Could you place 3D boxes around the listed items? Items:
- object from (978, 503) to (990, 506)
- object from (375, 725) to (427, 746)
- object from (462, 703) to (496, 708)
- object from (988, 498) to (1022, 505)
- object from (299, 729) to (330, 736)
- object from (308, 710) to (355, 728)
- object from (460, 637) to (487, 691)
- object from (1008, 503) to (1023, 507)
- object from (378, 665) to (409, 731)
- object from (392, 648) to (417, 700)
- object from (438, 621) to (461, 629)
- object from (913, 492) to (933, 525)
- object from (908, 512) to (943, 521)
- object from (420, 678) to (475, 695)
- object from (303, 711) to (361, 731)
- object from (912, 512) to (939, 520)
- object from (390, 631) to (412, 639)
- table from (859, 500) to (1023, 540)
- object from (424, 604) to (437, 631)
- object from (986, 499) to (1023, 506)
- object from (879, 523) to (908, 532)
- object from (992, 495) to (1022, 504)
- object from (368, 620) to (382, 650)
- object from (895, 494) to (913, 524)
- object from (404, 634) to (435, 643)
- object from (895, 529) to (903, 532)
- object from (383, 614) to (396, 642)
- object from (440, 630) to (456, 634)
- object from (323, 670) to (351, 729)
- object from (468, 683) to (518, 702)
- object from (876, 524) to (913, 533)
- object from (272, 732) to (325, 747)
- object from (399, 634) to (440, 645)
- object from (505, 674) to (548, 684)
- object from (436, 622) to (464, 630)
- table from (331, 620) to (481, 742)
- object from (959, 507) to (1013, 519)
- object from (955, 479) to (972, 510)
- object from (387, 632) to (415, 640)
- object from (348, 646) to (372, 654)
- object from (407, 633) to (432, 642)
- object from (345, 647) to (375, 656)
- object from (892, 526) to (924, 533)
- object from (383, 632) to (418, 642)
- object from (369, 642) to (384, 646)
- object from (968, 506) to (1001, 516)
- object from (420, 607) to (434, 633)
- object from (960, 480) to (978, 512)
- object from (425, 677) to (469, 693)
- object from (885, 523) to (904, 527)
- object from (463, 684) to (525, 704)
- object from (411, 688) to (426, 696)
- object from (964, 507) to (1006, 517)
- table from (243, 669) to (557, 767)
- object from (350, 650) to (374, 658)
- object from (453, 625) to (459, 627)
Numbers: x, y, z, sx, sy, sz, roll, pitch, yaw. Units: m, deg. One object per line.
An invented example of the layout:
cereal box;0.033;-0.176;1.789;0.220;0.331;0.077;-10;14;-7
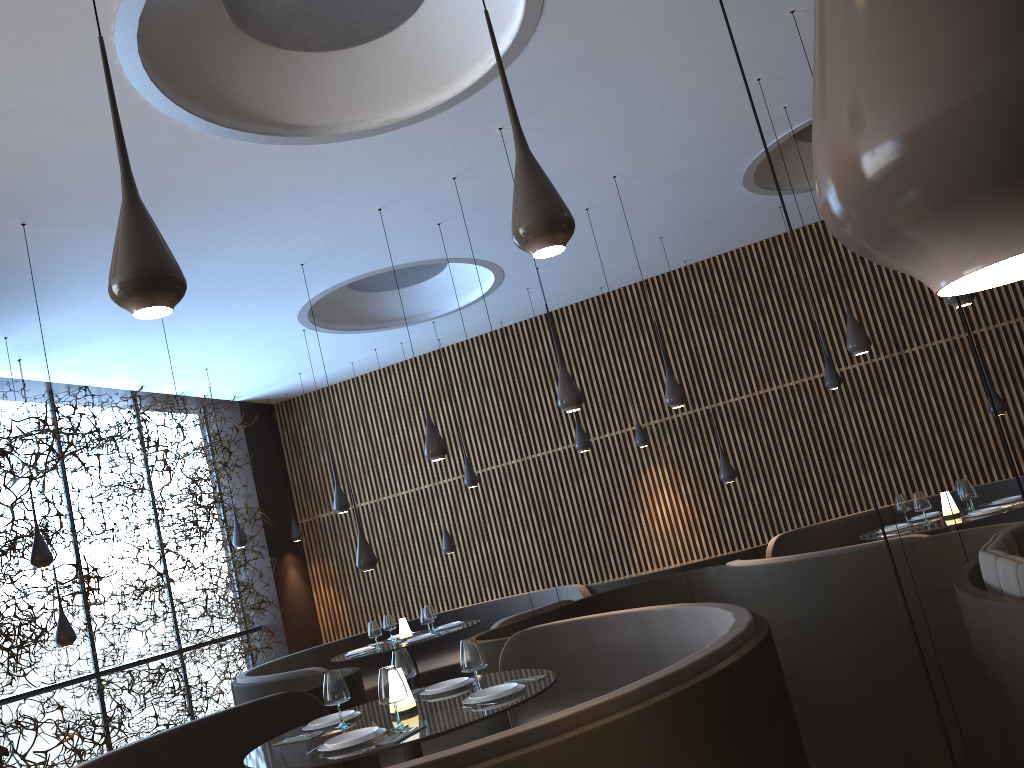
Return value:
object;4.641;1.143;8.535;0.262;0.017;0.127;-14;-10;0
object;-0.510;1.622;4.090;0.127;0.017;0.262;-19;-11;25
object;-0.091;1.592;4.532;0.205;0.012;0.411;-18;-11;20
object;4.608;1.089;8.238;0.332;0.014;0.333;-15;-10;4
object;-1.012;1.906;5.003;0.205;0.012;0.411;-17;-10;15
object;-1.015;1.895;5.000;0.263;0.029;0.264;-11;-10;-15
object;-0.204;1.519;4.769;0.142;0.294;0.142;-12;-9;-10
object;4.398;1.045;7.662;0.126;0.017;0.263;-14;-10;2
object;-0.581;1.536;4.343;0.141;0.294;0.142;-11;-9;-20
object;-0.626;1.694;5.160;0.142;0.294;0.142;-21;-11;39
object;-0.697;2.711;9.956;0.263;0.029;0.264;-15;-10;7
object;3.746;1.134;8.082;0.142;0.294;0.142;-15;-9;6
object;4.074;1.310;8.725;0.331;0.014;0.334;-8;-12;-32
object;-0.376;1.784;5.210;0.333;0.014;0.331;-21;-12;36
object;-1.013;1.904;4.999;0.333;0.014;0.332;-19;-11;26
object;4.072;1.301;8.726;0.262;0.029;0.264;-7;-12;-35
object;-1.280;2.910;10.256;0.263;0.029;0.264;-16;-10;10
table;4.201;1.716;8.137;1.674;1.020;1.677;-15;-10;8
object;-0.925;2.657;10.079;0.141;0.294;0.142;-9;-10;-28
object;4.609;1.090;8.233;0.204;0.012;0.412;-13;-10;-4
object;3.565;1.345;8.272;0.264;0.029;0.263;-19;-11;25
object;4.606;1.080;8.239;0.264;0.029;0.263;-18;-11;23
object;-1.456;2.675;9.443;0.142;0.294;0.142;-16;-9;13
object;3.786;1.211;8.565;0.141;0.294;0.142;-7;-11;-40
object;-0.962;2.660;9.253;0.332;0.014;0.333;-15;-10;5
object;3.566;1.357;8.274;0.204;0.012;0.412;-13;-10;-8
object;-1.386;2.767;10.054;0.142;0.294;0.142;-17;-9;18
object;-0.678;2.613;9.343;0.126;0.017;0.263;-10;-11;-21
object;-0.949;1.712;4.814;0.141;0.294;0.142;-12;-9;-15
object;-0.093;1.582;4.538;0.264;0.029;0.263;-21;-12;34
object;3.567;1.355;8.270;0.332;0.014;0.333;-15;-10;6
object;-1.139;1.894;4.724;0.262;0.017;0.126;-18;-11;20
object;-0.966;2.662;9.251;0.410;0.012;0.205;-9;-11;-25
object;0.058;1.609;4.800;0.262;0.017;0.126;-18;-11;24
object;-0.694;2.720;9.955;0.332;0.014;0.333;-15;-10;4
table;-1.036;3.297;9.672;1.669;1.020;1.681;-10;-10;-20
object;4.101;1.118;7.691;0.410;0.012;0.205;-14;-10;-2
object;4.362;1.064;8.547;0.141;0.294;0.142;-8;-11;-34
object;-1.278;2.919;10.254;0.332;0.014;0.332;-17;-10;16
object;-1.631;2.863;9.514;0.262;0.029;0.264;-7;-12;-35
object;-0.965;2.651;9.255;0.264;0.029;0.263;-18;-11;24
object;-1.629;2.873;9.513;0.332;0.014;0.332;-17;-10;16
object;3.560;1.310;7.970;0.262;0.017;0.127;-13;-10;-4
object;-1.274;2.920;10.257;0.410;0.012;0.205;-8;-11;-29
object;-1.553;2.975;10.142;0.126;0.017;0.263;-9;-11;-25
object;4.103;1.107;7.693;0.263;0.029;0.264;-15;-10;8
object;-0.905;2.545;9.488;0.142;0.294;0.142;-16;-9;11
object;4.149;1.026;8.045;0.141;0.294;0.142;-6;-12;-44
object;-0.378;1.775;5.212;0.263;0.029;0.264;-16;-10;14
object;3.788;1.398;8.772;0.126;0.017;0.263;-15;-10;5
object;-0.091;1.591;4.537;0.333;0.014;0.332;-19;-11;27
object;-0.613;1.880;5.373;0.127;0.017;0.262;-20;-11;29
object;4.105;1.116;7.692;0.331;0.014;0.333;-6;-13;-39
table;-0.453;2.247;4.658;1.678;1.020;1.673;-19;-11;28
object;-1.556;2.810;9.224;0.261;0.017;0.127;-10;-11;-19
object;-0.692;2.720;9.951;0.204;0.012;0.413;-10;-11;-20
